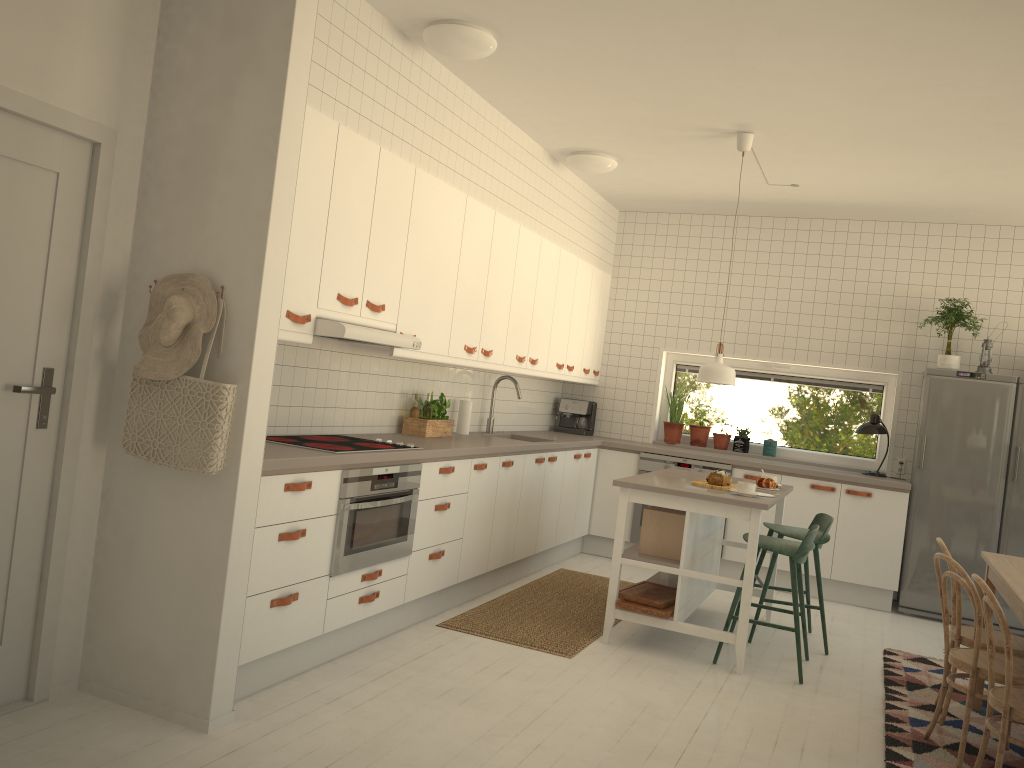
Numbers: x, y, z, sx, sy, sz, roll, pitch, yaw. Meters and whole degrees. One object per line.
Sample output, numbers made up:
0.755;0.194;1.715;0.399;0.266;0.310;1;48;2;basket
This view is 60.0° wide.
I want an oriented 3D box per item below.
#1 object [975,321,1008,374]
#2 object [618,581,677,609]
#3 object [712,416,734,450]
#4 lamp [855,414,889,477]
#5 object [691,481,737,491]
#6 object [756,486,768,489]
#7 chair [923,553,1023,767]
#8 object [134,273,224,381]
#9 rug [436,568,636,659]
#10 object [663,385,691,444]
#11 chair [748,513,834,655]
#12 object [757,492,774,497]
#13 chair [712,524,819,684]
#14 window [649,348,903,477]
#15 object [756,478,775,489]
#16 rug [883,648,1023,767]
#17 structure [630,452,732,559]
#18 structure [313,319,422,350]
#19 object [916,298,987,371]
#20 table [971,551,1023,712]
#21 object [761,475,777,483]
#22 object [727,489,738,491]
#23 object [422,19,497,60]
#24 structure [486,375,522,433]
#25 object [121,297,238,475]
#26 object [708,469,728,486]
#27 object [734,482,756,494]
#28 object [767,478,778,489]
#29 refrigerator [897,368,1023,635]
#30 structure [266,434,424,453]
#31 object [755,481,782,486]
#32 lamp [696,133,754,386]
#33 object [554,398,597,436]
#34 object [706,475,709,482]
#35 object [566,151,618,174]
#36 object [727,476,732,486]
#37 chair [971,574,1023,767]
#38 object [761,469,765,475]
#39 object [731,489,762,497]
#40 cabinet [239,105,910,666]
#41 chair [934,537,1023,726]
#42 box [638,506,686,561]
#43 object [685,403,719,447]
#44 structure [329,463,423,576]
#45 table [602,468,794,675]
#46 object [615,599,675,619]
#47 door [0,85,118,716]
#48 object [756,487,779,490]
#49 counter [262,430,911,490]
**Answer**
3.383;-0.256;6.269;0.154;0.383;0.163;7;0;-45;object
0.767;1.146;4.842;0.281;0.030;0.430;7;0;31;object
1.756;0.413;7.353;0.194;0.277;0.177;7;0;-11;object
2.718;0.456;6.707;0.262;0.465;0.239;7;0;-39;lamp
1.160;0.568;4.950;0.237;0.019;0.306;7;0;39;object
1.495;0.612;5.236;0.122;0.005;0.120;7;0;41;object
1.933;1.120;3.591;0.483;0.811;0.385;7;0;5;chair
-1.183;-0.202;3.084;0.335;0.385;0.136;7;0;23;object
0.325;1.345;5.407;0.750;0.004;1.999;7;0;23;rug
1.396;0.258;7.519;0.300;0.499;0.333;7;0;6;object
1.628;1.123;5.227;0.446;0.752;0.485;7;0;8;chair
1.335;0.596;4.800;0.167;0.005;0.167;7;0;18;object
1.361;1.093;4.670;0.446;0.752;0.485;7;0;22;chair
2.132;0.210;7.295;1.898;0.816;0.293;7;0;23;window
1.482;0.583;5.229;0.070;0.060;0.131;7;0;-29;object
2.445;1.593;3.569;1.749;0.035;3.024;7;0;23;rug
1.412;0.941;7.118;0.706;0.710;0.704;7;0;23;structure
-0.789;-0.242;4.149;0.482;0.073;0.680;7;0;23;structure
3.163;-0.365;6.360;0.474;0.545;0.467;7;0;36;object
2.348;1.209;3.388;0.894;0.749;1.797;7;0;23;table
1.564;0.588;5.401;0.094;0.060;0.098;7;0;20;object
1.182;0.563;4.701;0.132;0.011;0.028;7;0;-28;object
-0.245;-1.588;4.137;0.351;0.101;0.351;7;0;-25;object
-0.053;0.149;6.240;0.236;0.421;0.063;7;0;30;structure
-1.147;-0.009;3.100;0.439;0.612;0.093;7;0;22;object
1.136;0.514;4.889;0.086;0.087;0.090;7;0;30;object
1.231;0.549;4.666;0.098;0.064;0.094;7;0;-19;object
1.534;0.589;5.242;0.060;0.059;0.074;7;0;-8;object
3.449;0.839;6.279;1.146;1.778;0.559;7;0;23;refrigerator
-0.813;0.284;4.119;0.504;0.057;0.763;7;0;23;structure
1.560;0.614;5.398;0.160;0.020;0.160;7;0;19;object
1.269;-0.741;5.134;0.230;1.490;0.229;7;0;23;lamp
0.524;0.279;7.606;0.316;0.292;0.279;7;0;23;object
1.134;0.522;4.980;0.079;0.067;0.074;7;0;25;object
0.544;-1.499;6.053;0.351;0.101;0.351;7;0;-25;object
1.186;0.533;4.955;0.083;0.057;0.072;7;0;29;object
1.827;1.109;3.091;0.484;0.811;0.385;7;0;20;chair
1.554;0.570;5.420;0.028;0.086;0.102;7;0;-27;object
1.230;0.577;4.666;0.160;0.020;0.160;7;0;-12;object
0.826;0.151;5.065;2.854;2.160;4.843;7;0;23;cabinet
2.157;1.145;4.049;0.484;0.811;0.385;7;0;25;chair
0.870;0.810;4.882;0.237;0.242;0.357;7;0;23;box
1.585;0.343;7.452;0.258;0.370;0.234;7;0;34;object
-0.890;0.561;4.144;0.704;0.447;0.682;7;0;23;structure
1.114;1.007;5.162;0.794;0.864;1.423;7;0;23;table
0.751;1.175;4.765;0.281;0.030;0.430;7;0;23;object
-1.757;0.082;2.725;0.166;2.033;0.955;7;0;23;door
1.493;0.614;5.232;0.167;0.005;0.167;7;0;18;object
0.780;0.546;5.063;2.857;0.163;4.843;7;0;23;counter
